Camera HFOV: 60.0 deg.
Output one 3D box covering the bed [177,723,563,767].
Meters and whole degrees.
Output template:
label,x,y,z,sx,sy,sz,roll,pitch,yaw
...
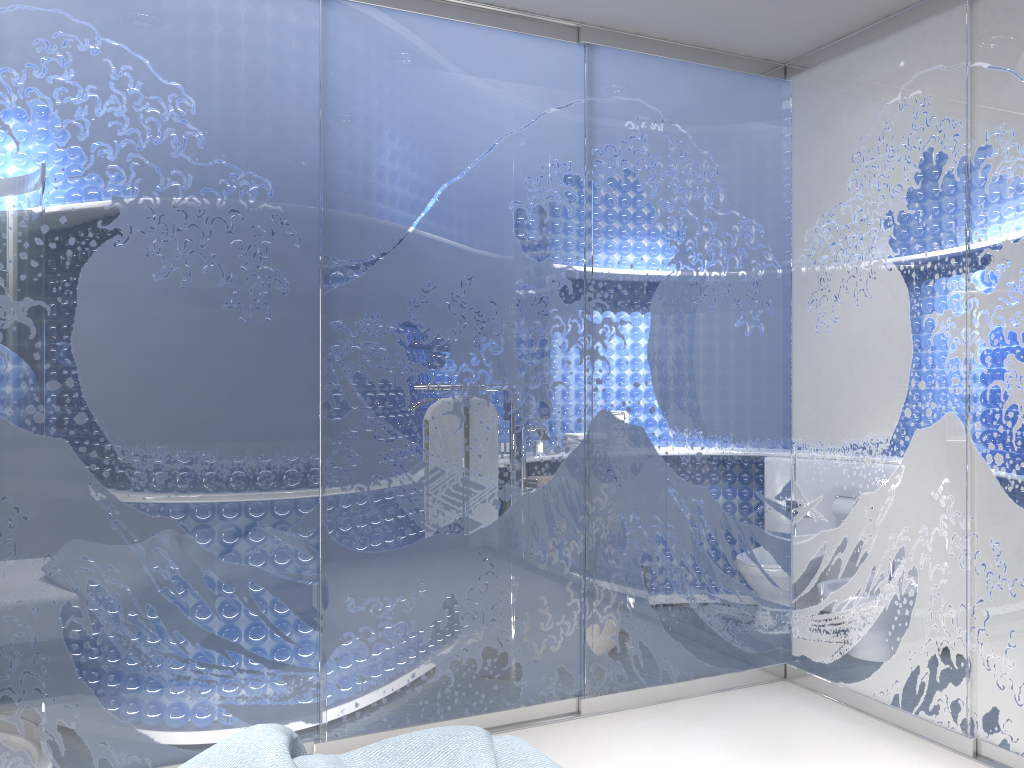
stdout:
label,x,y,z,sx,sy,sz,roll,pitch,yaw
bed,-0.718,0.874,1.300,2.319,0.752,1.411,0,0,-25
